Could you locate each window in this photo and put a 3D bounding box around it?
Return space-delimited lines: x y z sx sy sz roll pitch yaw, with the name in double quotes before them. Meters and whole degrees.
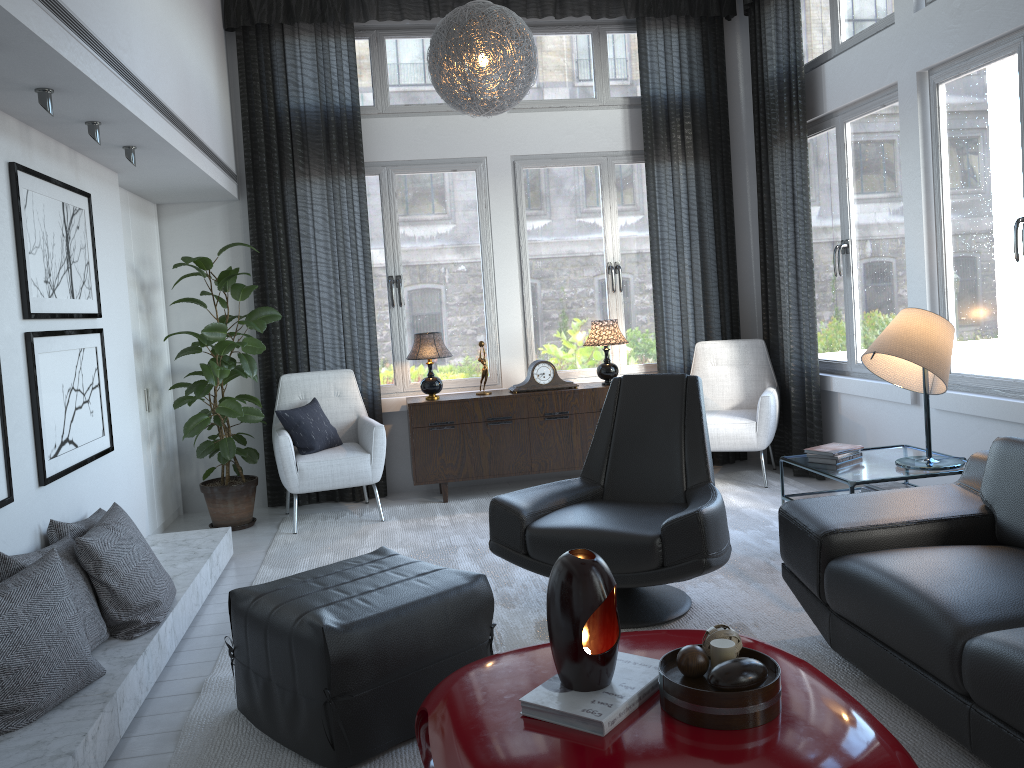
"window" 1.826 -1.193 4.891 0.133 2.318 1.270 -4 3 -8
"window" 2.037 -1.082 3.489 0.133 2.318 1.270 -4 3 -8
"window" -0.765 -1.075 5.557 1.269 2.318 0.133 -4 3 -8
"window" 0.635 -1.189 5.763 1.269 2.318 0.133 -4 3 -8

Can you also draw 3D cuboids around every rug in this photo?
"rug" 0.710 0.947 1.522 2.955 0.032 7.786 -5 5 -8

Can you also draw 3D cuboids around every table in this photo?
"table" 0.280 0.798 1.872 0.942 0.300 0.941 -5 5 -9
"table" 1.487 0.513 3.553 0.593 0.409 0.594 -5 4 -8

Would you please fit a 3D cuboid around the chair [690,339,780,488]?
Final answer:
"chair" 1.310 0.158 5.382 0.593 0.822 0.614 -2 4 22

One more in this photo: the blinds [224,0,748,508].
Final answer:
"blinds" -0.039 -1.001 5.536 3.213 3.271 0.189 -5 3 -9

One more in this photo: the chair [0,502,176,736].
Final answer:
"chair" -1.353 0.646 2.820 0.391 0.430 1.339 -4 5 -8

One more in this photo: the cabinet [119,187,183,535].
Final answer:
"cabinet" -2.074 -0.088 4.783 0.191 1.891 1.174 -4 3 -8

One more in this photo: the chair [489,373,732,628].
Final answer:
"chair" 0.444 0.397 3.333 0.840 0.809 0.807 -2 5 29

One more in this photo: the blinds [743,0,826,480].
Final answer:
"blinds" 1.797 -1.006 4.185 0.189 3.270 3.218 -4 4 -8

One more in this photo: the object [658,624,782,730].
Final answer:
"object" 0.419 0.583 1.797 0.242 0.133 0.243 -1 5 29

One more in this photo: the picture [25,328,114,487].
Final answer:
"picture" -1.661 0.055 3.368 0.020 0.521 0.793 -4 4 -8

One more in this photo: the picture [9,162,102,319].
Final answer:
"picture" -1.700 -0.508 3.340 0.020 0.521 0.793 -4 4 -8

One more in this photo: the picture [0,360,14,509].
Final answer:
"picture" -1.509 0.136 2.339 0.020 0.521 0.793 -4 4 -8

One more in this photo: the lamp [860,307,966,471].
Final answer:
"lamp" 1.808 0.225 3.065 0.475 1.013 1.168 -6 5 -34

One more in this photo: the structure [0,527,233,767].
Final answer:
"structure" -1.026 1.060 0.743 0.393 0.134 7.223 -5 5 -8

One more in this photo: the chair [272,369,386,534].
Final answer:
"chair" -1.052 0.350 5.048 0.594 0.822 0.613 -5 4 -18

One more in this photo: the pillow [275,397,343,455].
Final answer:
"pillow" -1.144 0.240 5.026 0.252 0.295 0.358 -3 4 18

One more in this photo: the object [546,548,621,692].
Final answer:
"object" 0.148 0.488 1.856 0.151 0.280 0.153 -2 4 32

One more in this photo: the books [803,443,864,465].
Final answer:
"books" 1.331 0.288 3.667 0.215 0.050 0.161 -8 6 -36

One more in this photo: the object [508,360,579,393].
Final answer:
"object" 0.185 -0.056 5.392 0.406 0.180 0.181 -5 4 -8

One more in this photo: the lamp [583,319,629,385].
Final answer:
"lamp" 0.579 -0.194 5.433 0.280 0.396 0.281 -3 4 18

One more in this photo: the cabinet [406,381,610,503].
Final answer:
"cabinet" 0.081 0.347 5.426 1.399 0.611 0.387 -5 4 -8

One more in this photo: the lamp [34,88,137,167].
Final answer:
"lamp" -1.249 -0.765 1.549 0.053 0.081 4.262 -4 5 -8

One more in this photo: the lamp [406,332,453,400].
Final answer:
"lamp" -0.487 -0.107 5.276 0.280 0.396 0.281 -3 4 18

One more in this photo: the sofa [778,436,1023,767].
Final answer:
"sofa" 1.465 0.538 2.065 0.937 0.615 1.909 -5 5 -8

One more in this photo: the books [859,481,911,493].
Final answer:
"books" 1.534 0.442 3.622 0.177 0.053 0.231 -4 5 -4

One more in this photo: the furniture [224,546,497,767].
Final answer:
"furniture" -0.440 0.752 2.583 0.600 0.377 0.614 -8 6 -44

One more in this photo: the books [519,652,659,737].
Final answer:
"books" 0.186 0.640 1.867 0.201 0.030 0.307 0 6 37

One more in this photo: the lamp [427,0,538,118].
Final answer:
"lamp" -0.162 -1.889 4.092 0.513 1.304 0.515 -5 3 -14

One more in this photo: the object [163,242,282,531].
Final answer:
"object" -1.578 0.019 4.869 0.935 1.586 0.641 -1 4 37

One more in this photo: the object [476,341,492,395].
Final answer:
"object" -0.181 -0.098 5.350 0.096 0.324 0.096 -4 3 -9
